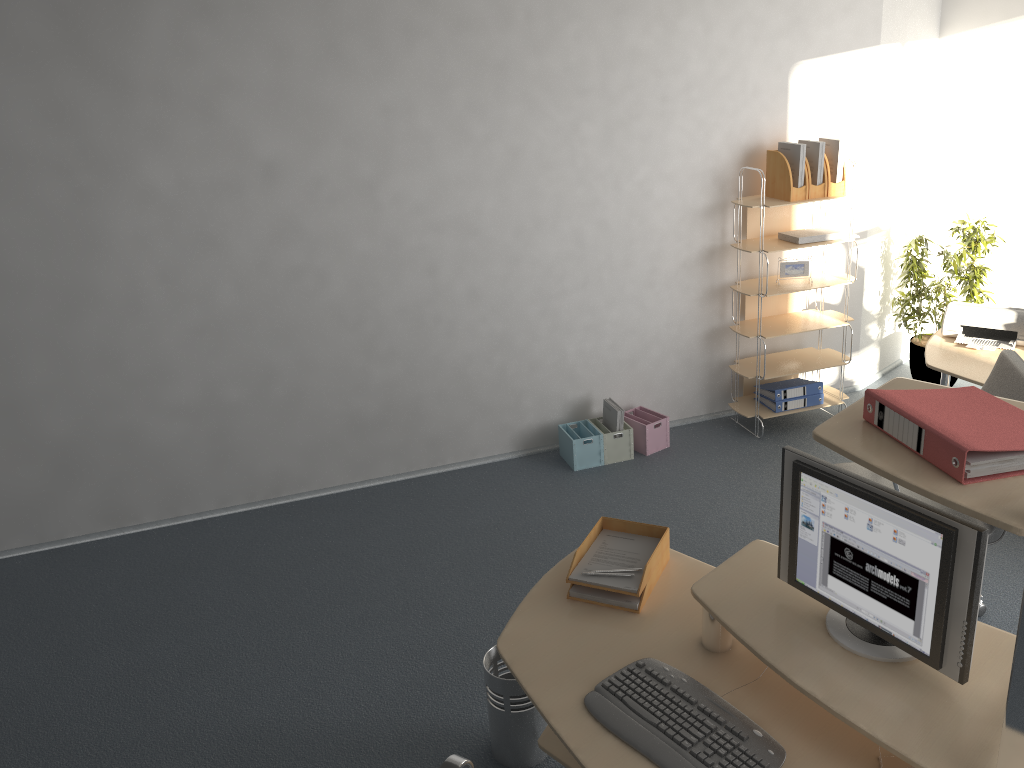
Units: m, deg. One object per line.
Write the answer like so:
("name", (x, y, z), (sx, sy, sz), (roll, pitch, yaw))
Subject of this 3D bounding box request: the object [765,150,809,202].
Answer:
("object", (1.536, -1.168, 4.949), (0.113, 0.259, 0.243), (-11, 21, -16))

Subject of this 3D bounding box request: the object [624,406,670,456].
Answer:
("object", (0.785, 0.281, 5.285), (0.185, 0.202, 0.245), (-18, 24, -31))

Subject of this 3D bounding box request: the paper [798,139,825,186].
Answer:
("paper", (1.671, -1.212, 4.979), (0.045, 0.297, 0.213), (-10, 21, -13))

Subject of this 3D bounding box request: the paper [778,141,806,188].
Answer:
("paper", (1.553, -1.191, 4.948), (0.045, 0.297, 0.213), (-11, 21, -16))

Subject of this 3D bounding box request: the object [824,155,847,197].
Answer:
("object", (1.774, -1.208, 5.004), (0.113, 0.259, 0.243), (-9, 21, -11))

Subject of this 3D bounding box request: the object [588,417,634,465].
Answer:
("object", (0.578, 0.327, 5.204), (0.185, 0.202, 0.245), (-10, 21, -14))

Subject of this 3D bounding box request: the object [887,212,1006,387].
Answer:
("object", (2.753, -0.507, 5.622), (0.644, 1.147, 0.544), (-9, 21, -12))

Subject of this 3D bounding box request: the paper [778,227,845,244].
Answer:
("paper", (1.720, -0.855, 5.101), (0.297, 0.046, 0.213), (-10, 21, -14))

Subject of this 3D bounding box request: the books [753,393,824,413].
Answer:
("books", (1.687, 0.074, 5.419), (0.320, 0.072, 0.262), (-9, 21, -13))

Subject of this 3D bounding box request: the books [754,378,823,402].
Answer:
("books", (1.681, 0.019, 5.409), (0.320, 0.100, 0.263), (-9, 21, -13))

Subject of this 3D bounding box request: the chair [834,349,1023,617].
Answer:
("chair", (1.618, 0.438, 3.471), (0.652, 1.048, 0.584), (0, 21, 13))

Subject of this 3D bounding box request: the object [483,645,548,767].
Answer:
("object", (0.020, 1.097, 3.033), (0.208, 0.377, 0.208), (-4, 21, 2))

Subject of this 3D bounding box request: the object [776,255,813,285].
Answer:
("object", (1.636, -0.661, 5.134), (0.192, 0.161, 0.077), (-3, 21, 4))

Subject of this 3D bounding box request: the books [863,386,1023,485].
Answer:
("books", (0.909, 0.080, 1.765), (0.262, 0.072, 0.320), (-8, 21, -9))

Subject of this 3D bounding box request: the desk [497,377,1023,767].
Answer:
("desk", (0.497, 0.728, 2.202), (0.967, 1.566, 1.469), (-22, 27, -39))

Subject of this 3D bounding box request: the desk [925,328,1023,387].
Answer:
("desk", (2.518, -0.090, 3.950), (0.967, 1.566, 1.469), (-22, 27, -39))

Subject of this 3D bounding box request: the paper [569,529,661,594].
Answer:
("paper", (0.326, 0.533, 2.699), (0.210, 0.010, 0.297), (6, 23, 25))

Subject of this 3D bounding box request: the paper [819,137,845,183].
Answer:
("paper", (1.792, -1.230, 5.003), (0.045, 0.297, 0.213), (-9, 21, -11))

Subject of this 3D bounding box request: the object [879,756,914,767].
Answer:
("object", (0.890, 0.817, 1.934), (0.159, 0.064, 0.054), (1, 21, 14))

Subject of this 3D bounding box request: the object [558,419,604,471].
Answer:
("object", (0.402, 0.359, 5.158), (0.185, 0.202, 0.245), (-10, 21, -14))

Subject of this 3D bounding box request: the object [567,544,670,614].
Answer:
("object", (0.329, 0.569, 2.714), (0.225, 0.060, 0.309), (6, 23, 25))

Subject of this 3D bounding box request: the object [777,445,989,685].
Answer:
("object", (0.881, 0.406, 2.073), (0.245, 0.418, 0.516), (-12, 22, -19))

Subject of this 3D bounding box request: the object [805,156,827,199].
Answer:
("object", (1.654, -1.190, 4.980), (0.113, 0.259, 0.243), (-10, 21, -13))

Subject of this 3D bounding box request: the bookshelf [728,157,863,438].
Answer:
("bookshelf", (1.652, -0.501, 5.220), (0.724, 1.572, 0.381), (-10, 21, -14))

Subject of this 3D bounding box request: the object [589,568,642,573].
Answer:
("object", (0.306, 0.553, 2.625), (0.159, 0.009, 0.008), (-3, 21, 3))

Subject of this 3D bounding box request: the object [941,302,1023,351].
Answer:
("object", (2.374, -0.286, 4.409), (0.438, 0.162, 0.351), (12, 26, 37))

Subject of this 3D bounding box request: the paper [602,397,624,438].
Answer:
("paper", (0.588, 0.259, 5.183), (0.068, 0.306, 0.220), (-10, 21, -14))

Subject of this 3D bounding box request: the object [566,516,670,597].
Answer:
("object", (0.325, 0.517, 2.694), (0.225, 0.060, 0.309), (6, 23, 25))

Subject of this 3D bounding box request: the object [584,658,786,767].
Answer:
("object", (0.622, 0.762, 2.261), (0.814, 0.082, 0.478), (-18, 25, -32))

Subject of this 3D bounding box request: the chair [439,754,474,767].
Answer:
("chair", (0.038, 1.177, 1.843), (0.584, 1.048, 0.652), (9, 25, 32))

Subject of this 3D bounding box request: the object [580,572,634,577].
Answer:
("object", (0.280, 0.560, 2.611), (0.159, 0.009, 0.008), (0, 21, 11))

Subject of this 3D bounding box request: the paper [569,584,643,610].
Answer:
("paper", (0.330, 0.581, 2.717), (0.210, 0.019, 0.297), (6, 23, 25))
